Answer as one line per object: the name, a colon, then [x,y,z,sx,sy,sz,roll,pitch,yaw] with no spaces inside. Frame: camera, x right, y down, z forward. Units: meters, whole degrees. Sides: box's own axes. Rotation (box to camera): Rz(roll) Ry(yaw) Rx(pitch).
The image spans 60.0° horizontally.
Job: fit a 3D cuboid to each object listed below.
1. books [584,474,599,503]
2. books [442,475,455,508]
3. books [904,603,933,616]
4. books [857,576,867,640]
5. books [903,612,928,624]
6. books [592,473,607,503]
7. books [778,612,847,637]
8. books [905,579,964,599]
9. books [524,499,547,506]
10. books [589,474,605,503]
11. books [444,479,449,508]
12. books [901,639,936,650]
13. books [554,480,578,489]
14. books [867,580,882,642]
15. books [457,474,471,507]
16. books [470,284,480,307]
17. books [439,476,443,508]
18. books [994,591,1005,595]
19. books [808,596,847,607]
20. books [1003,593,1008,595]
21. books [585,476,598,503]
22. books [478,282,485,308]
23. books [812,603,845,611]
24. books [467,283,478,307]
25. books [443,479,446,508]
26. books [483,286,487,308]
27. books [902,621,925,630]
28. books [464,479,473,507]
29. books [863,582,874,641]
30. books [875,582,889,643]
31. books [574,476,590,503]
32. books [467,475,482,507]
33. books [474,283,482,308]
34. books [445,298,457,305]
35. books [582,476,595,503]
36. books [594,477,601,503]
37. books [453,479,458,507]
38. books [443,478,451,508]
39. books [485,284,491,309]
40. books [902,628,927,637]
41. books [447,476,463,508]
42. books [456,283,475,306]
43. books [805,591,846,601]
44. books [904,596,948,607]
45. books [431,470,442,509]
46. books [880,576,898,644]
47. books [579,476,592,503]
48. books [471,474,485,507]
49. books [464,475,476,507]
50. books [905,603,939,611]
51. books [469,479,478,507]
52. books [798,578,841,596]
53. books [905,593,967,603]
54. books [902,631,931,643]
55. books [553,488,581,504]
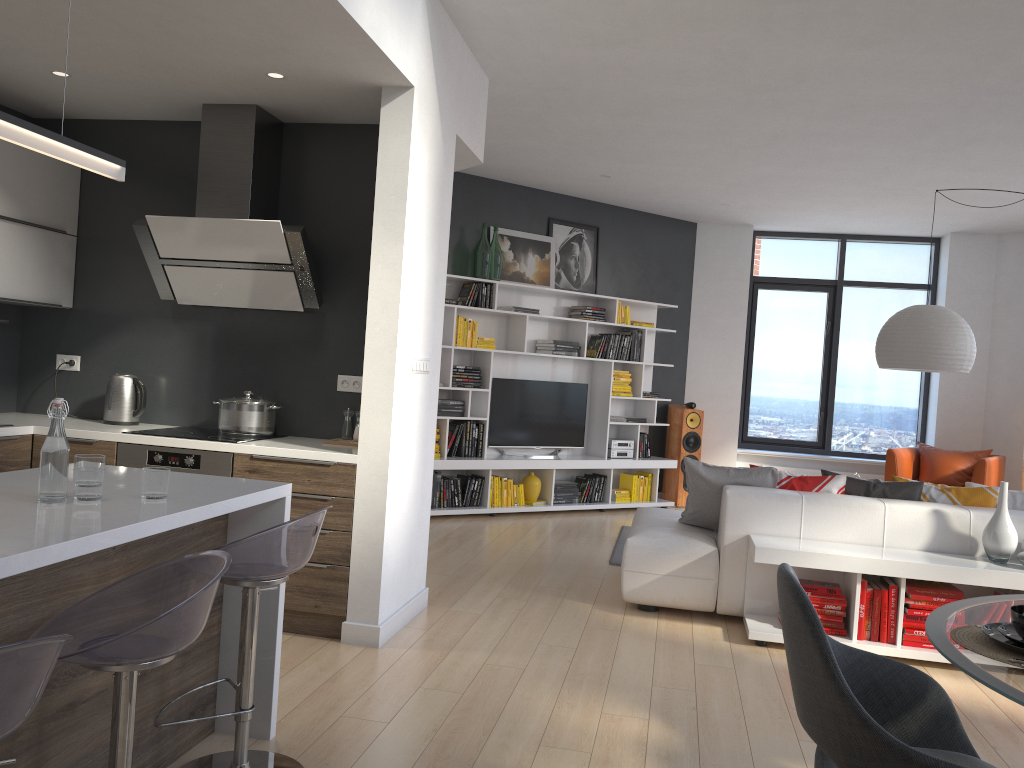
books: [0.742,1.000,8.522,0.075,0.254,0.192,3,1,-35]
books: [-0.556,0.923,7.626,0.066,0.255,0.193,3,1,-35]
books: [2.053,1.110,4.368,0.261,0.027,0.191,4,1,7]
books: [1.727,1.107,4.431,0.036,0.294,0.208,4,1,11]
books: [2.056,1.143,4.384,0.279,0.039,0.206,4,1,12]
books: [0.823,1.002,8.577,0.066,0.260,0.197,3,1,-34]
books: [1.522,1.222,4.510,0.301,0.032,0.227,4,1,11]
books: [2.053,1.006,4.374,0.259,0.034,0.206,4,1,8]
books: [0.154,1.076,8.137,0.270,0.029,0.204,5,1,41]
books: [0.795,1.005,8.557,0.084,0.249,0.191,3,1,-34]
books: [-0.597,0.929,7.594,0.049,0.236,0.170,3,1,-34]
books: [2.045,1.262,4.363,0.274,0.029,0.200,4,1,10]
books: [0.424,0.945,8.359,0.310,0.047,0.250,3,1,-39]
books: [1.794,1.129,4.422,0.034,0.259,0.207,4,1,11]
books: [-0.445,0.926,7.721,0.066,0.260,0.197,3,1,-34]
books: [-0.357,-0.771,7.761,0.074,0.212,0.154,3,1,-35]
books: [-0.648,0.910,7.571,0.053,0.268,0.202,3,1,-35]
books: [2.360,1.160,4.289,0.046,0.282,0.199,4,1,11]
books: [1.549,1.082,4.511,0.269,0.028,0.179,4,1,12]
books: [2.400,1.167,4.298,0.038,0.270,0.215,4,1,11]
books: [0.737,1.008,8.488,0.069,0.242,0.172,3,1,-33]
books: [-0.300,-0.777,7.807,0.025,0.232,0.176,3,1,-34]
books: [1.547,1.109,4.528,0.261,0.028,0.191,4,1,10]
books: [-0.387,-0.773,7.755,0.087,0.214,0.171,3,1,-34]
books: [-0.621,0.927,7.586,0.053,0.240,0.189,3,1,-34]
books: [-0.278,-0.761,7.817,0.021,0.200,0.147,3,1,-34]
books: [2.060,1.179,4.383,0.301,0.032,0.227,4,1,11]
books: [-0.412,0.938,7.711,0.069,0.242,0.172,3,1,-33]
books: [1.761,1.127,4.428,0.031,0.255,0.181,4,1,11]
books: [1.830,1.131,4.405,0.042,0.259,0.195,4,1,11]
books: [0.642,1.004,8.449,0.104,0.234,0.182,3,1,-34]
books: [-0.352,0.936,7.780,0.084,0.249,0.191,3,1,-34]
books: [-0.318,-0.772,7.789,0.021,0.221,0.156,3,1,-34]
books: [-0.640,-0.706,7.562,0.268,0.046,0.208,3,1,-31]
books: [0.701,1.008,8.478,0.081,0.233,0.169,3,1,-35]
books: [0.767,1.008,8.532,0.068,0.243,0.179,3,1,-36]
books: [-0.528,0.930,7.637,0.066,0.242,0.177,3,1,-35]
books: [-0.574,0.927,7.601,0.050,0.242,0.169,3,1,-35]
books: [-0.254,-0.768,7.835,0.038,0.218,0.169,3,1,-34]
books: [2.047,1.207,4.348,0.266,0.026,0.187,4,1,10]
books: [-0.501,0.928,7.659,0.083,0.249,0.191,3,1,-34]
books: [-0.411,-0.775,7.732,0.096,0.213,0.166,3,1,-36]
books: [1.550,1.056,4.515,0.254,0.025,0.178,4,1,10]
books: [2.048,1.061,4.373,0.257,0.025,0.182,4,1,11]
books: [-0.723,0.883,7.524,0.128,0.321,0.259,3,1,-34]
books: [1.865,1.117,4.404,0.049,0.291,0.214,4,1,11]
books: [0.667,1.007,8.472,0.096,0.234,0.187,3,1,-34]
books: [-0.324,0.933,7.800,0.066,0.260,0.197,3,1,-34]
books: [-0.406,0.931,7.745,0.075,0.254,0.192,3,1,-35]
books: [2.063,1.086,4.362,0.236,0.023,0.178,4,1,11]
books: [-0.377,0.938,7.749,0.071,0.243,0.179,3,1,-35]
books: [1.557,1.030,4.504,0.206,0.029,0.152,4,1,17]
books: [2.067,1.037,4.362,0.266,0.026,0.187,4,1,5]
books: [2.046,1.234,4.345,0.282,0.030,0.188,4,1,12]
books: [0.435,1.038,8.346,0.343,0.137,0.277,3,1,-39]
